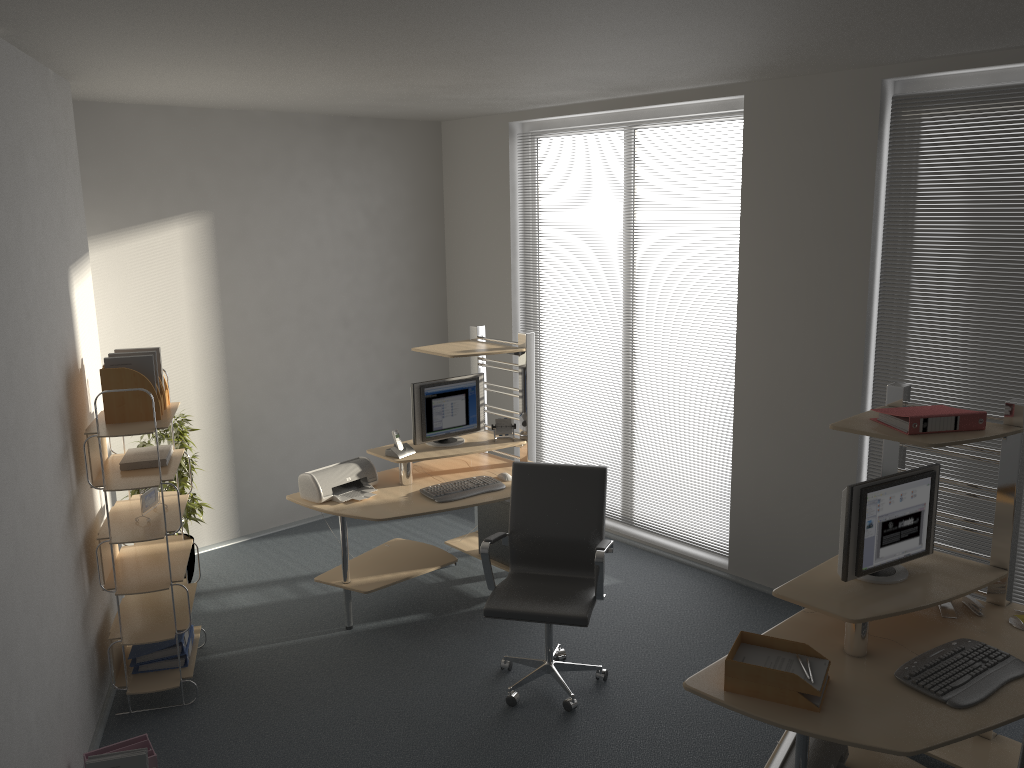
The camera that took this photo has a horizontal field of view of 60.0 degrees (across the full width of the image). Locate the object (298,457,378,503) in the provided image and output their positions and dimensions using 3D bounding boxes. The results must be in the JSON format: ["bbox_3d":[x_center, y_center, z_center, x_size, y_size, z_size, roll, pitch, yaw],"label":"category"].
[{"bbox_3d":[-0.939,0.552,5.059,0.351,0.162,0.438,9,15,39],"label":"object"}]

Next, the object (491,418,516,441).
[{"bbox_3d":[-0.052,0.285,5.562,0.154,0.135,0.093,-2,12,-5],"label":"object"}]

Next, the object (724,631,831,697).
[{"bbox_3d":[0.900,0.938,2.995,0.309,0.060,0.225,5,13,27],"label":"object"}]

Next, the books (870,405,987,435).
[{"bbox_3d":[1.618,0.123,3.460,0.320,0.072,0.262,-3,12,-10],"label":"books"}]

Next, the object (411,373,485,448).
[{"bbox_3d":[-0.412,0.159,5.508,0.516,0.418,0.245,-7,13,-27],"label":"object"}]

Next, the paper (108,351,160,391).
[{"bbox_3d":[-1.827,-0.006,4.299,0.213,0.297,0.045,-4,12,-14],"label":"paper"}]

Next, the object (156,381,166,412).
[{"bbox_3d":[-1.820,0.018,4.284,0.243,0.259,0.113,-4,12,-14],"label":"object"}]

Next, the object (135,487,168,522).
[{"bbox_3d":[-1.769,0.563,4.337,0.077,0.161,0.192,0,12,4],"label":"object"}]

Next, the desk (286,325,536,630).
[{"bbox_3d":[-0.436,0.549,5.190,1.469,1.566,0.967,-11,15,-41],"label":"desk"}]

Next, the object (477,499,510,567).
[{"bbox_3d":[0.013,0.905,5.565,0.199,0.422,0.471,-11,15,-41],"label":"object"}]

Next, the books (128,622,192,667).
[{"bbox_3d":[-1.773,1.285,4.476,0.263,0.100,0.320,-4,12,-14],"label":"books"}]

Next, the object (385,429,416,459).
[{"bbox_3d":[-0.668,0.347,5.276,0.119,0.151,0.150,7,14,33],"label":"object"}]

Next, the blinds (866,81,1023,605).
[{"bbox_3d":[2.610,0.020,4.065,0.022,2.770,1.950,-11,15,-41],"label":"blinds"}]

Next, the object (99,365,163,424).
[{"bbox_3d":[-1.785,0.041,4.167,0.243,0.259,0.113,-4,12,-16],"label":"object"}]

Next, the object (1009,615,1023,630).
[{"bbox_3d":[1.982,0.910,3.402,0.132,0.026,0.132,-11,15,-41],"label":"object"}]

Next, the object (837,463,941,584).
[{"bbox_3d":[1.450,0.540,3.491,0.516,0.418,0.245,-5,12,-20],"label":"object"}]

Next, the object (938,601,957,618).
[{"bbox_3d":[1.731,0.868,3.536,0.054,0.064,0.159,2,12,15],"label":"object"}]

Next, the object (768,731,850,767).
[{"bbox_3d":[1.123,1.369,3.143,0.351,0.162,0.438,6,14,32],"label":"object"}]

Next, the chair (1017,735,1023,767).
[{"bbox_3d":[1.926,1.277,2.724,0.652,1.048,0.584,7,14,34],"label":"chair"}]

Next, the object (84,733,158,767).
[{"bbox_3d":[-1.584,1.598,3.609,0.245,0.202,0.185,-9,14,-33],"label":"object"}]

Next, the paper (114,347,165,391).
[{"bbox_3d":[-1.852,-0.030,4.419,0.213,0.297,0.045,-3,12,-11],"label":"paper"}]

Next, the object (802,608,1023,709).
[{"bbox_3d":[1.400,0.969,3.287,0.478,0.082,0.814,-9,14,-34],"label":"object"}]

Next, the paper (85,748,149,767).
[{"bbox_3d":[-1.502,1.566,3.403,0.220,0.306,0.068,-4,12,-15],"label":"paper"}]

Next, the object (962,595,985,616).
[{"bbox_3d":[1.837,0.878,3.532,0.022,0.042,0.134,-1,12,0],"label":"object"}]

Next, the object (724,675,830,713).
[{"bbox_3d":[0.901,0.993,3.007,0.309,0.060,0.225,5,13,27],"label":"object"}]

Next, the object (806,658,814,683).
[{"bbox_3d":[0.992,0.954,2.950,0.008,0.009,0.159,1,12,12],"label":"object"}]

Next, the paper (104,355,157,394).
[{"bbox_3d":[-1.793,0.018,4.182,0.213,0.297,0.045,-4,12,-16],"label":"paper"}]

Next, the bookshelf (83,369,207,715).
[{"bbox_3d":[-1.790,0.740,4.376,0.381,1.572,0.724,-4,12,-14],"label":"bookshelf"}]

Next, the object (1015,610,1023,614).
[{"bbox_3d":[2.042,0.905,3.460,0.158,0.011,0.011,10,16,44],"label":"object"}]

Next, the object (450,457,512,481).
[{"bbox_3d":[-0.204,0.524,5.579,0.168,0.088,0.742,-11,15,-39],"label":"object"}]

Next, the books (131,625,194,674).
[{"bbox_3d":[-1.763,1.339,4.489,0.262,0.072,0.320,-4,12,-14],"label":"books"}]

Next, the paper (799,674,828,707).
[{"bbox_3d":[0.902,1.005,3.009,0.297,0.019,0.210,5,13,27],"label":"paper"}]

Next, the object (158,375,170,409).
[{"bbox_3d":[-1.846,-0.006,4.403,0.243,0.259,0.113,-3,12,-11],"label":"object"}]

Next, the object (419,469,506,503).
[{"bbox_3d":[-0.437,0.581,5.335,0.478,0.082,0.814,-9,14,-34],"label":"object"}]

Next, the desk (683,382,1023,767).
[{"bbox_3d":[1.439,0.933,3.155,1.469,1.566,0.967,-11,15,-41],"label":"desk"}]

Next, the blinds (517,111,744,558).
[{"bbox_3d":[0.728,-0.367,6.104,0.037,2.749,1.950,-11,15,-41],"label":"blinds"}]

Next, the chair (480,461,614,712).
[{"bbox_3d":[0.181,0.980,4.323,0.584,1.048,0.652,2,12,13],"label":"chair"}]

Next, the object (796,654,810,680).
[{"bbox_3d":[0.977,0.949,2.976,0.008,0.009,0.159,0,12,3],"label":"object"}]

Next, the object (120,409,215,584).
[{"bbox_3d":[-2.138,0.738,5.495,0.544,1.147,0.644,-4,12,-13],"label":"object"}]

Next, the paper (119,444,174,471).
[{"bbox_3d":[-1.807,0.362,4.396,0.213,0.046,0.297,-4,12,-15],"label":"paper"}]

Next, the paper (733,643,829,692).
[{"bbox_3d":[0.901,0.955,2.998,0.297,0.010,0.210,5,13,27],"label":"paper"}]
